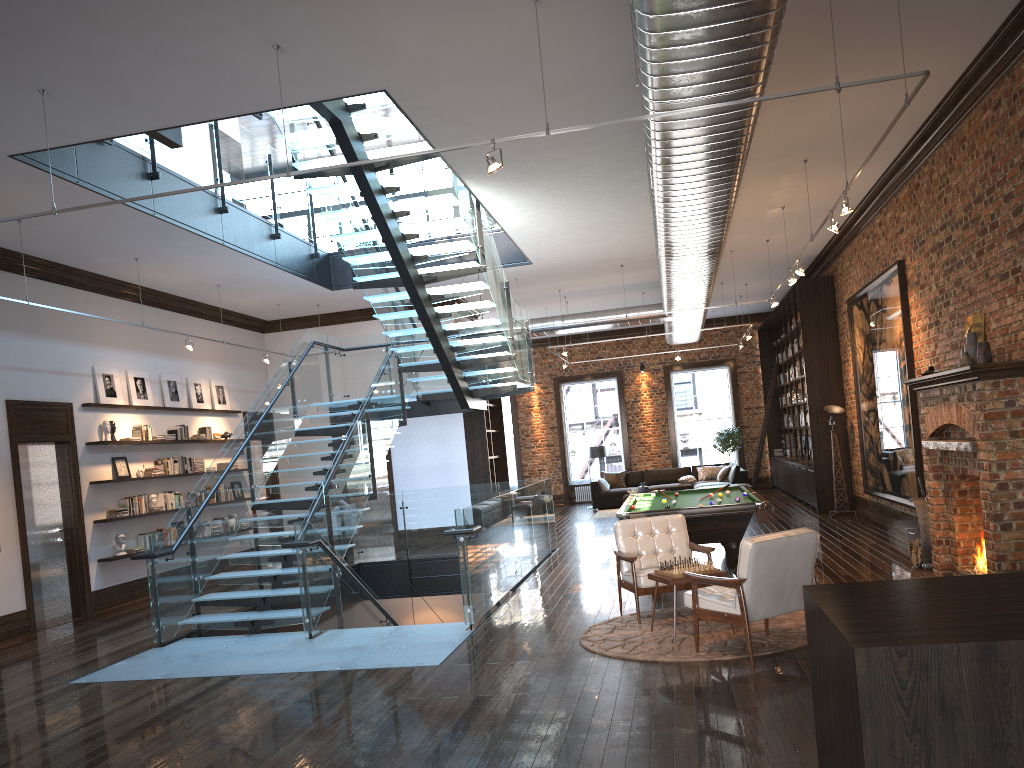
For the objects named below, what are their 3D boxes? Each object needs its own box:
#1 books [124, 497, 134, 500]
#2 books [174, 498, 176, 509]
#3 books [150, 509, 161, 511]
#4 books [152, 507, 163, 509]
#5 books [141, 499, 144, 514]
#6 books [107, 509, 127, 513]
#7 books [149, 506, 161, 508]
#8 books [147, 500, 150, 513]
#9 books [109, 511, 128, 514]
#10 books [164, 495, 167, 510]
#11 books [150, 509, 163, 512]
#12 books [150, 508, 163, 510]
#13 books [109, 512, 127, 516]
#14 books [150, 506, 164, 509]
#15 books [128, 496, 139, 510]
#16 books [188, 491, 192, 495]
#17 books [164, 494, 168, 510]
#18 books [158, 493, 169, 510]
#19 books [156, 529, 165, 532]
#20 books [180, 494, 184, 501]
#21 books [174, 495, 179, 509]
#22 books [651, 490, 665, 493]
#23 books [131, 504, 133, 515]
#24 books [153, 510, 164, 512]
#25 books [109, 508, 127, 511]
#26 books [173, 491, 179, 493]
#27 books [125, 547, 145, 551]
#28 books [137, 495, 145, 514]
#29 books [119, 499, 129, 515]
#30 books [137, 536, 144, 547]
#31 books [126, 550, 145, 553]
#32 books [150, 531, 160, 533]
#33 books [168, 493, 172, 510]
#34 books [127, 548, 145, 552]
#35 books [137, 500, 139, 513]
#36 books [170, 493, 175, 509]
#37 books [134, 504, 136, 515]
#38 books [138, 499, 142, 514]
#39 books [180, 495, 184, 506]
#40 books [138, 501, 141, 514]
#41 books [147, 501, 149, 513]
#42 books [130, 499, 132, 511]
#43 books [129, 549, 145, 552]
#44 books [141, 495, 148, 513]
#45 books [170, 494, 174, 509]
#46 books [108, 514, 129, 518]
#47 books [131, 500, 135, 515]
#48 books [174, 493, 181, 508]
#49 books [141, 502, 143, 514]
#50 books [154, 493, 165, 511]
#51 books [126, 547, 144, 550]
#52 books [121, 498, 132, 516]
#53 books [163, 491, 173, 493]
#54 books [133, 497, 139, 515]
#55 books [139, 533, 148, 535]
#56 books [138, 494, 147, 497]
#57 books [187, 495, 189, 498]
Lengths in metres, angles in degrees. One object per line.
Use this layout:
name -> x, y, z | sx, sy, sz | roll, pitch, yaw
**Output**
books -> -5.196, 1.667, 12.056 | 0.128, 0.240, 0.012 | -5, 1, 11
books -> -5.016, 1.724, 12.994 | 0.150, 0.229, 0.023 | -6, 1, 11
books -> -5.088, 1.790, 12.598 | 0.142, 0.011, 0.257 | -6, -4, 7
books -> -5.091, 1.768, 12.598 | 0.142, 0.011, 0.256 | -6, -4, 8
books -> -5.159, 1.700, 12.264 | 0.128, 0.197, 0.030 | -6, 1, 11
books -> -5.243, 1.690, 11.780 | 0.143, 0.028, 0.219 | -6, -4, 15
books -> -5.091, 1.747, 12.597 | 0.141, 0.011, 0.288 | -6, -4, 7
books -> -5.137, 1.715, 12.414 | 0.120, 0.185, 0.034 | -6, 1, 11
books -> -5.239, 1.709, 11.794 | 0.159, 0.011, 0.184 | -6, -4, 10
books -> -5.051, 1.717, 12.779 | 0.154, 0.218, 0.030 | -6, 1, 11
books -> -5.094, 1.802, 12.599 | 0.142, 0.011, 0.254 | -6, -4, 10
books -> -5.087, 1.779, 12.597 | 0.142, 0.011, 0.257 | -6, -4, 6
books -> -5.241, 1.730, 11.801 | 0.155, 0.028, 0.191 | -6, -4, 5
books -> -5.094, 1.758, 12.598 | 0.141, 0.011, 0.286 | -6, -4, 12
books -> -5.189, 1.665, 12.166 | 0.127, 0.259, 0.014 | -5, 1, 11
books -> -4.906, 1.761, 13.633 | 0.143, 0.228, 0.014 | -6, 1, 11
books -> -5.054, 1.712, 12.830 | 0.134, 0.236, 0.022 | -5, 1, 11
books -> -5.042, 1.704, 12.845 | 0.148, 0.253, 0.012 | -5, 1, 11
books -> -5.017, 2.202, 12.705 | 0.177, 0.244, 0.082 | -6, 0, 10
books -> -4.977, 1.747, 13.252 | 0.143, 0.214, 0.042 | -6, 0, 11
books -> -4.996, 1.743, 13.082 | 0.158, 0.201, 0.060 | -6, 0, 11
books -> 3.163, 2.324, 19.219 | 0.206, 0.028, 0.261 | -9, -6, 43
books -> -5.208, 1.695, 12.016 | 0.115, 0.181, 0.021 | -6, 1, 11
books -> -5.089, 1.812, 12.599 | 0.141, 0.011, 0.286 | -6, -4, 8
books -> -5.245, 1.670, 11.798 | 0.135, 0.014, 0.215 | -6, -4, 10
books -> -5.002, 1.727, 13.194 | 0.124, 0.249, 0.010 | -5, 1, 11
books -> -5.132, 2.255, 12.120 | 0.141, 0.011, 0.287 | -6, -4, 14
books -> -5.161, 1.675, 12.293 | 0.131, 0.253, 0.027 | -5, 1, 11
books -> -5.228, 1.669, 11.950 | 0.125, 0.226, 0.047 | -5, 0, 11
books -> -5.113, 2.200, 12.274 | 0.131, 0.203, 0.011 | -6, 1, 11
books -> -5.131, 2.287, 12.121 | 0.141, 0.011, 0.287 | -6, -4, 13
books -> -5.054, 2.204, 12.560 | 0.140, 0.226, 0.060 | -6, 0, 11
books -> -5.037, 1.714, 12.904 | 0.153, 0.239, 0.010 | -6, 1, 11
books -> -5.133, 2.266, 12.121 | 0.142, 0.011, 0.256 | -6, -4, 8
books -> -5.186, 1.696, 12.149 | 0.131, 0.195, 0.021 | -6, 1, 11
books -> -5.013, 1.719, 12.965 | 0.170, 0.235, 0.012 | -6, 1, 11
books -> -5.205, 1.684, 12.100 | 0.116, 0.214, 0.028 | -5, 1, 11
books -> -5.168, 1.690, 12.202 | 0.150, 0.210, 0.035 | -6, 1, 11
books -> -4.969, 1.759, 13.232 | 0.138, 0.184, 0.053 | -6, 0, 11
books -> -5.170, 1.704, 12.178 | 0.143, 0.180, 0.013 | -6, 1, 11
books -> -5.140, 1.691, 12.374 | 0.118, 0.227, 0.023 | -5, 1, 11
books -> -5.213, 1.671, 11.995 | 0.138, 0.227, 0.021 | -6, 1, 11
books -> -5.136, 2.277, 12.122 | 0.142, 0.011, 0.255 | -6, -4, 11
books -> -5.150, 1.679, 12.357 | 0.141, 0.252, 0.012 | -5, 1, 11
books -> -5.025, 1.727, 12.947 | 0.150, 0.218, 0.027 | -6, 1, 11
books -> -5.236, 1.757, 11.795 | 0.143, 0.028, 0.235 | -6, -4, 10
books -> -5.193, 1.684, 12.030 | 0.156, 0.202, 0.013 | -6, 1, 11
books -> -4.995, 1.738, 13.182 | 0.142, 0.224, 0.012 | -6, 1, 11
books -> -5.163, 1.716, 12.235 | 0.134, 0.162, 0.030 | -6, 0, 11
books -> -5.063, 1.699, 12.749 | 0.141, 0.252, 0.012 | -5, 1, 11
books -> -5.139, 2.245, 12.121 | 0.142, 0.011, 0.255 | -6, -4, 11
books -> -5.208, 1.664, 11.977 | 0.134, 0.236, 0.013 | -5, 1, 11
books -> -5.020, 1.705, 12.977 | 0.158, 0.266, 0.011 | -5, 1, 11
books -> -5.178, 1.668, 12.116 | 0.139, 0.243, 0.015 | -5, 1, 11
books -> -5.107, 2.191, 12.318 | 0.126, 0.226, 0.031 | -5, 1, 11
books -> -5.154, 1.676, 12.393 | 0.120, 0.263, 0.011 | -5, 1, 11
books -> -4.917, 1.786, 13.604 | 0.129, 0.176, 0.050 | -6, 0, 11
